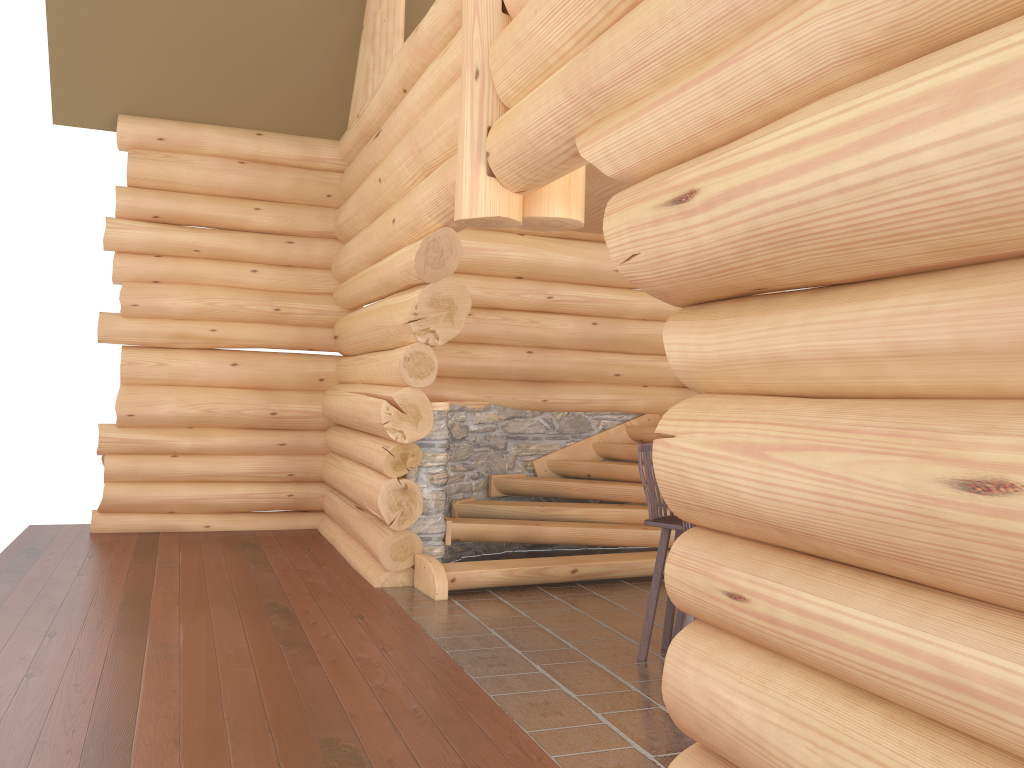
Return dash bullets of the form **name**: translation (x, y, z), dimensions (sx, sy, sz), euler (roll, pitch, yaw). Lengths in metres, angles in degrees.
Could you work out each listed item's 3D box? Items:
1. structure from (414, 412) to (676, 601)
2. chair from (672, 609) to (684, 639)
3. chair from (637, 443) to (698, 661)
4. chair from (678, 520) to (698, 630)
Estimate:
- **structure**: translation (0.620, 0.892, 8.443), dimensions (3.604, 1.643, 1.951), euler (2, -1, -27)
- **chair**: translation (1.344, 1.048, 5.866), dimensions (0.406, 1.319, 0.504), euler (2, -1, -41)
- **chair**: translation (1.045, 1.035, 5.438), dimensions (0.504, 1.319, 0.406), euler (1, -1, 38)
- **chair**: translation (1.115, 1.031, 4.756), dimensions (0.504, 1.319, 0.406), euler (2, -1, -11)
